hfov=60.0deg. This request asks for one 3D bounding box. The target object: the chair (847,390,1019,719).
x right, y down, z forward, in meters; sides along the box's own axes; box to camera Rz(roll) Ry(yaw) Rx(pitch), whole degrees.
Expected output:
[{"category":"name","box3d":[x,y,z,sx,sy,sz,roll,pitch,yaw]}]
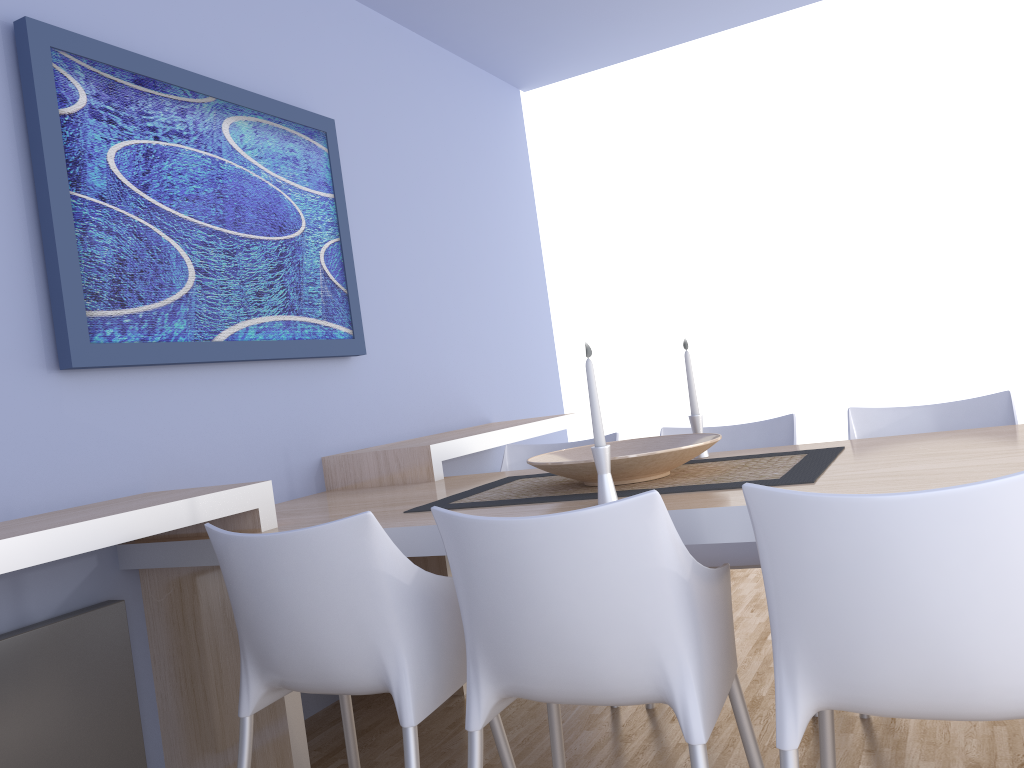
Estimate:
[{"category":"chair","box3d":[1.195,0.446,2.449,0.510,0.793,0.486,-8,0,27]}]

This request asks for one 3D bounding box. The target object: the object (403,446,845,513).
[{"category":"object","box3d":[0.296,0.242,2.254,0.986,0.005,0.594,-8,0,26]}]

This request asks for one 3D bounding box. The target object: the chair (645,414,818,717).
[{"category":"chair","box3d":[0.669,0.520,2.718,0.510,0.793,0.486,-8,0,28]}]

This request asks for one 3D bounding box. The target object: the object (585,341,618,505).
[{"category":"object","box3d":[0.180,0.080,1.876,0.045,0.349,0.045,-8,0,-21]}]

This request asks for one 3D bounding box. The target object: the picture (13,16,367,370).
[{"category":"picture","box3d":[-0.915,-0.520,2.817,0.049,0.901,1.252,-8,0,27]}]

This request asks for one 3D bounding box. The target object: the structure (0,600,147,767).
[{"category":"structure","box3d":[-0.832,0.789,2.615,0.064,0.503,3.843,-8,0,27]}]

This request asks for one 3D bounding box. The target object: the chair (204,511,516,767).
[{"category":"chair","box3d":[-0.334,0.654,1.945,0.510,0.793,0.486,-8,0,27]}]

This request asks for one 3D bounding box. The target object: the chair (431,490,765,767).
[{"category":"chair","box3d":[0.173,0.582,1.685,0.510,0.793,0.486,-8,0,27]}]

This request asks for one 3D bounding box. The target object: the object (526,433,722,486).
[{"category":"object","box3d":[0.287,0.200,2.252,0.493,0.081,0.493,-7,-1,-45]}]

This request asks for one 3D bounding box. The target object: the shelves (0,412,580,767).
[{"category":"shelves","box3d":[-0.714,0.685,2.475,0.463,0.840,3.901,-8,0,27]}]

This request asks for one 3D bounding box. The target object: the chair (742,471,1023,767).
[{"category":"chair","box3d":[0.680,0.510,1.426,0.510,0.793,0.486,-8,0,27]}]

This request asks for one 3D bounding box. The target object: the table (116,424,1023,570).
[{"category":"table","box3d":[0.247,0.613,2.292,2.340,0.718,1.002,-8,0,27]}]

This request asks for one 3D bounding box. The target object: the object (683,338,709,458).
[{"category":"object","box3d":[0.521,0.038,2.554,0.045,0.349,0.045,-8,0,27]}]

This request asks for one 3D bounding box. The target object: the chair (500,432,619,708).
[{"category":"chair","box3d":[0.150,0.594,2.984,0.510,0.793,0.486,-8,0,27]}]
